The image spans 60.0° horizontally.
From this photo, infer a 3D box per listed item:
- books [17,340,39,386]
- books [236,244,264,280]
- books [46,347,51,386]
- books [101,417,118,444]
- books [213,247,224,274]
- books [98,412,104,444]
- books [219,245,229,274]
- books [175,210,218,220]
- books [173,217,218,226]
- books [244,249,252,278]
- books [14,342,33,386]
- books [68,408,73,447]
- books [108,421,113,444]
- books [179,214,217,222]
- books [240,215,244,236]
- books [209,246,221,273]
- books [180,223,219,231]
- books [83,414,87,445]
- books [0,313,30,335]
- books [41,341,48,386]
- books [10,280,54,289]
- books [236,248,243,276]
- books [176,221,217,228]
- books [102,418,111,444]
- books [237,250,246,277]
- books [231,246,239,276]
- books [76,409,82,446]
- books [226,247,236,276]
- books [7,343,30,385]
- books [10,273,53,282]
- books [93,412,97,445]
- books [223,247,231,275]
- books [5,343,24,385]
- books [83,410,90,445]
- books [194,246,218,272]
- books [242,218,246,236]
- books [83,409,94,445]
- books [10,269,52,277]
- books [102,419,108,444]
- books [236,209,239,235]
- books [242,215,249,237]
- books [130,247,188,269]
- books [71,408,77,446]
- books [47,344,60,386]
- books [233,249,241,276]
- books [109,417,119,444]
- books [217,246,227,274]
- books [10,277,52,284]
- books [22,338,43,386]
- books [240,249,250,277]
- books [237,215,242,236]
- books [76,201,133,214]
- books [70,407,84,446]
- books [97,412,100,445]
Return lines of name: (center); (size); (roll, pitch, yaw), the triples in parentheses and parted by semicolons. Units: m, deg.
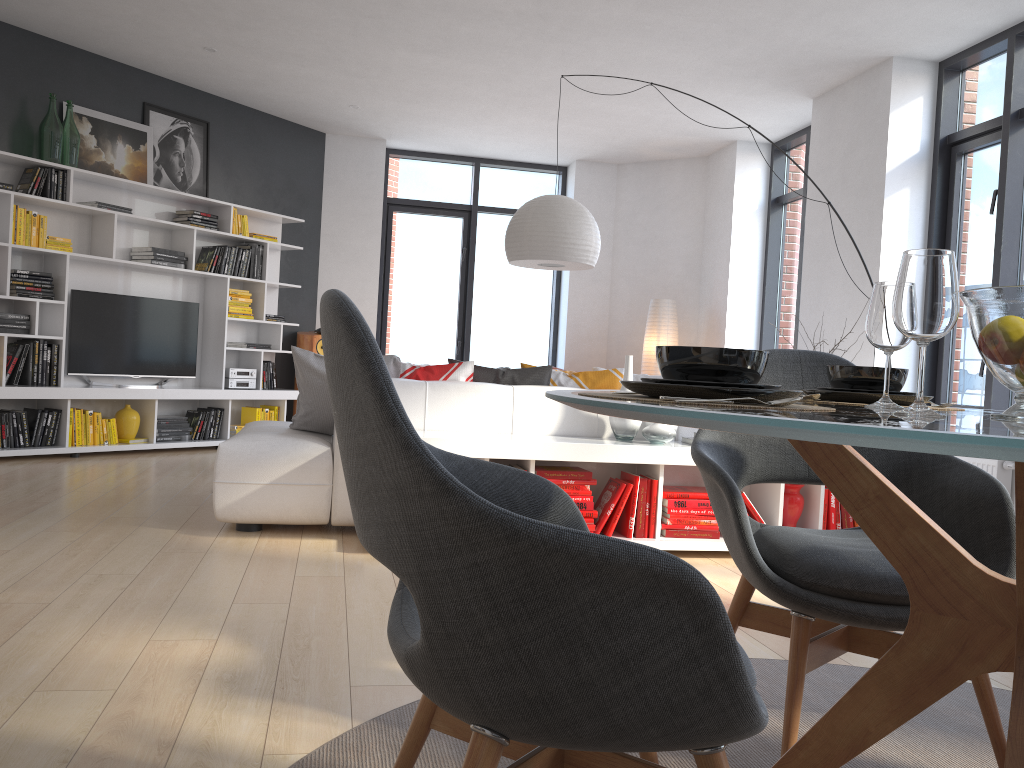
books: (-3.404, -0.150, 6.226); (0.237, 0.314, 0.034); (4, 1, 34)
books: (-2.319, -1.068, 7.787); (0.259, 0.321, 0.128); (4, 1, 34)
books: (-3.349, -0.128, 6.305); (0.200, 0.272, 0.028); (4, 1, 34)
books: (-3.012, 0.346, 6.619); (0.148, 0.193, 0.067); (4, 1, 34)
books: (-2.508, -1.034, 7.437); (0.169, 0.233, 0.081); (4, 1, 33)
books: (-3.088, 0.322, 6.552); (0.172, 0.235, 0.056); (4, 1, 33)
books: (-2.486, -1.044, 7.492); (0.192, 0.254, 0.075); (4, 1, 33)
books: (-2.601, -1.393, 7.323); (0.209, 0.030, 0.266); (4, 1, 27)
books: (-2.617, -1.339, 7.332); (0.214, 0.030, 0.284); (4, 1, 37)
books: (-2.351, -1.042, 7.691); (0.197, 0.260, 0.066); (4, 1, 34)
books: (-3.418, -0.142, 6.197); (0.213, 0.301, 0.028); (4, 1, 34)
books: (-3.202, 0.302, 6.320); (0.204, 0.270, 0.029); (4, 1, 34)
books: (-3.014, 0.359, 6.590); (0.113, 0.169, 0.049); (4, 1, 32)
books: (-2.592, -1.365, 7.320); (0.180, 0.026, 0.246); (4, 1, 36)
books: (-2.348, -1.351, 7.581); (0.128, 0.178, 0.044); (4, 1, 33)
books: (-2.536, -1.034, 7.418); (0.187, 0.234, 0.096); (4, 1, 34)
books: (-2.602, -1.287, 7.319); (0.214, 0.030, 0.284); (4, 1, 37)
books: (-3.142, 0.326, 6.428); (0.156, 0.230, 0.042); (4, 1, 32)
books: (-3.524, -0.417, 6.050); (0.277, 0.137, 0.343); (4, 1, 34)
books: (-3.372, -0.149, 6.280); (0.239, 0.315, 0.034); (4, 1, 34)
books: (-3.385, -0.692, 6.185); (0.214, 0.030, 0.284); (4, 1, 42)
books: (-2.405, -1.041, 7.610); (0.192, 0.254, 0.075); (4, 1, 33)
books: (-2.604, -1.312, 7.319); (0.189, 0.020, 0.264); (4, 1, 32)
books: (-3.034, 0.349, 6.581); (0.134, 0.187, 0.046); (4, 1, 33)
books: (-2.380, -1.035, 7.624); (0.179, 0.243, 0.071); (4, 1, 32)
books: (-2.432, -1.045, 7.574); (0.197, 0.260, 0.066); (4, 1, 34)
books: (-3.184, 0.308, 6.397); (0.198, 0.258, 0.066); (4, 1, 34)
books: (-2.450, -1.041, 7.545); (0.191, 0.249, 0.084); (4, 1, 34)
books: (-3.453, -0.139, 6.142); (0.210, 0.289, 0.100); (4, 1, 33)
books: (-3.400, -0.744, 6.201); (0.214, 0.030, 0.284); (4, 1, 42)
books: (-3.094, 0.320, 6.490); (0.169, 0.240, 0.043); (4, 1, 32)
books: (-2.467, -1.036, 7.511); (0.179, 0.243, 0.068); (4, 1, 32)
books: (-3.496, -0.138, 6.109); (0.232, 0.284, 0.142); (4, 1, 33)
books: (-3.133, 0.313, 6.448); (0.180, 0.252, 0.041); (4, 1, 34)
books: (-2.551, -1.036, 7.388); (0.182, 0.234, 0.104); (4, 1, 34)
books: (-2.329, -1.341, 7.590); (0.108, 0.161, 0.046); (4, 1, 32)
books: (-3.128, 0.313, 6.475); (0.185, 0.252, 0.055); (4, 1, 32)
books: (-3.375, -0.770, 6.186); (0.180, 0.026, 0.246); (4, 1, 41)
books: (-3.052, 0.347, 6.567); (0.138, 0.188, 0.056); (4, 1, 34)
books: (-2.399, -1.377, 7.554); (0.164, 0.224, 0.054); (4, 1, 33)
books: (-2.327, -1.354, 7.618); (0.141, 0.184, 0.064); (4, 1, 34)
books: (-2.810, -0.997, 7.063); (0.277, 0.137, 0.343); (4, 1, 29)
books: (-3.198, 0.301, 6.364); (0.213, 0.271, 0.048); (4, 1, 34)
books: (-3.328, -0.139, 6.339); (0.230, 0.297, 0.051); (4, 1, 34)
books: (-2.397, -1.033, 7.576); (0.172, 0.242, 0.069); (4, 1, 34)
books: (-3.006, 0.346, 6.644); (0.149, 0.193, 0.046); (4, 1, 34)
books: (-2.478, -1.035, 7.459); (0.172, 0.242, 0.069); (4, 1, 34)
books: (-3.388, -0.717, 6.186); (0.189, 0.020, 0.264); (4, 1, 37)
books: (-3.388, -0.155, 6.255); (0.237, 0.326, 0.026); (4, 1, 34)
books: (-2.369, -1.038, 7.662); (0.191, 0.249, 0.084); (4, 1, 34)
books: (-2.365, -1.352, 7.568); (0.132, 0.180, 0.054); (4, 1, 34)
books: (-3.050, -1.309, 6.633); (0.250, 0.047, 0.310); (4, 1, 29)
books: (-3.166, 0.305, 6.422); (0.202, 0.267, 0.038); (4, 1, 34)
books: (-3.098, 0.322, 6.521); (0.171, 0.235, 0.043); (4, 1, 32)
